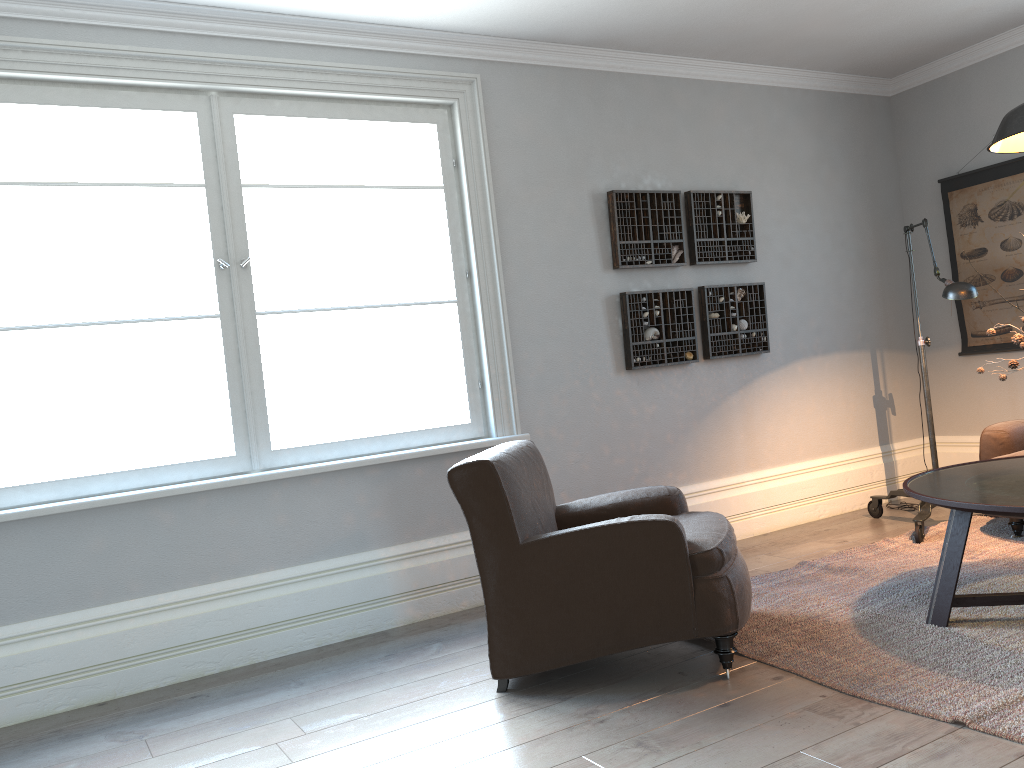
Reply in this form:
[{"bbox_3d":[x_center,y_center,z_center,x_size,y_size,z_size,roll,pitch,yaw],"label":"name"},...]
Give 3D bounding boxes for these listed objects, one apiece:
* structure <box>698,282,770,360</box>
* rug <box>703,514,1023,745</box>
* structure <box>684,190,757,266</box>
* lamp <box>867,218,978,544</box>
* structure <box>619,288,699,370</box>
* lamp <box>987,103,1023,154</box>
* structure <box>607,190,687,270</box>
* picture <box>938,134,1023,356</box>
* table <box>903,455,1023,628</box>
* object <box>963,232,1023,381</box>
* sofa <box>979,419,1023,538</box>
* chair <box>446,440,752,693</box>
[{"bbox_3d":[1.282,-0.367,5.098,0.468,0.416,0.086,-7,0,-30],"label":"structure"},{"bbox_3d":[2.138,0.745,3.025,2.401,0.090,2.818,-7,0,-29],"label":"rug"},{"bbox_3d":[1.208,-0.898,5.082,0.468,0.416,0.105,-7,0,-30],"label":"structure"},{"bbox_3d":[2.370,-0.060,4.950,0.797,1.644,1.864,-7,0,8],"label":"lamp"},{"bbox_3d":[0.809,-0.304,4.827,0.468,0.416,0.086,-7,0,-30],"label":"structure"},{"bbox_3d":[1.847,-1.392,3.037,0.504,1.076,0.504,-7,0,18],"label":"lamp"},{"bbox_3d":[0.734,-0.841,4.838,0.468,0.416,0.099,-7,0,-30],"label":"structure"},{"bbox_3d":[2.988,-0.853,5.339,0.057,1.313,0.792,-6,0,-30],"label":"picture"},{"bbox_3d":[2.071,0.556,3.033,1.300,0.503,1.299,-7,0,-37],"label":"table"},{"bbox_3d":[1.977,-0.218,2.913,0.853,1.066,0.525,-7,0,31],"label":"object"},{"bbox_3d":[3.117,0.261,3.635,0.969,0.824,2.164,-7,0,-30],"label":"sofa"},{"bbox_3d":[0.360,0.594,3.271,0.970,0.795,0.807,-7,0,11],"label":"chair"}]
